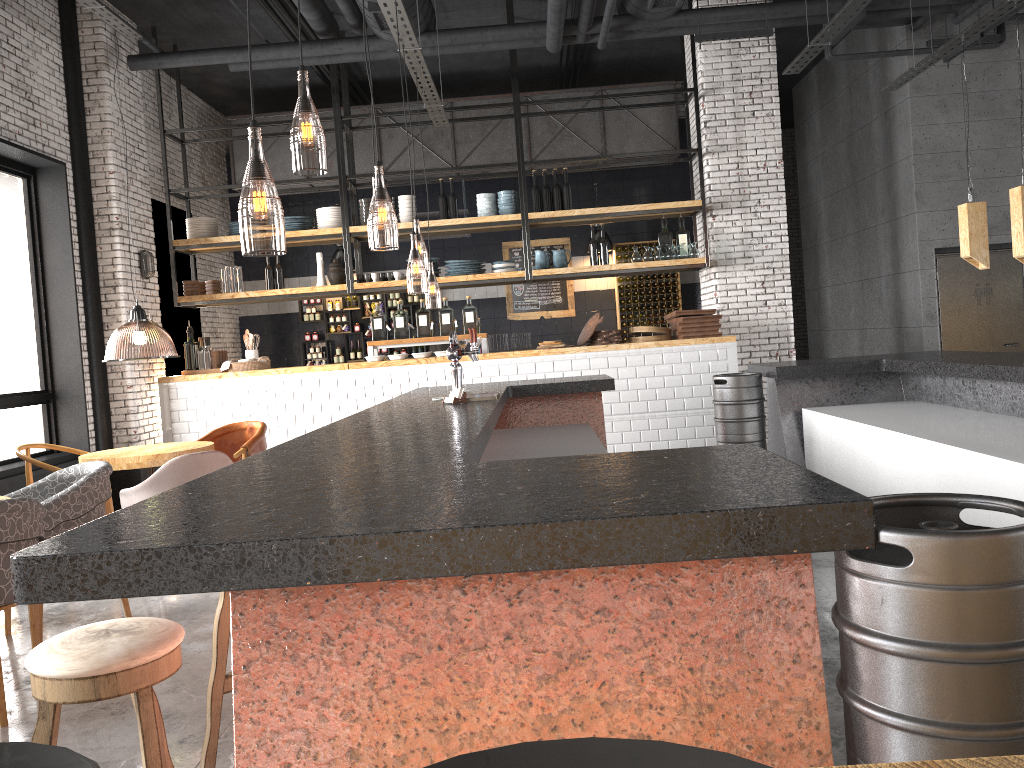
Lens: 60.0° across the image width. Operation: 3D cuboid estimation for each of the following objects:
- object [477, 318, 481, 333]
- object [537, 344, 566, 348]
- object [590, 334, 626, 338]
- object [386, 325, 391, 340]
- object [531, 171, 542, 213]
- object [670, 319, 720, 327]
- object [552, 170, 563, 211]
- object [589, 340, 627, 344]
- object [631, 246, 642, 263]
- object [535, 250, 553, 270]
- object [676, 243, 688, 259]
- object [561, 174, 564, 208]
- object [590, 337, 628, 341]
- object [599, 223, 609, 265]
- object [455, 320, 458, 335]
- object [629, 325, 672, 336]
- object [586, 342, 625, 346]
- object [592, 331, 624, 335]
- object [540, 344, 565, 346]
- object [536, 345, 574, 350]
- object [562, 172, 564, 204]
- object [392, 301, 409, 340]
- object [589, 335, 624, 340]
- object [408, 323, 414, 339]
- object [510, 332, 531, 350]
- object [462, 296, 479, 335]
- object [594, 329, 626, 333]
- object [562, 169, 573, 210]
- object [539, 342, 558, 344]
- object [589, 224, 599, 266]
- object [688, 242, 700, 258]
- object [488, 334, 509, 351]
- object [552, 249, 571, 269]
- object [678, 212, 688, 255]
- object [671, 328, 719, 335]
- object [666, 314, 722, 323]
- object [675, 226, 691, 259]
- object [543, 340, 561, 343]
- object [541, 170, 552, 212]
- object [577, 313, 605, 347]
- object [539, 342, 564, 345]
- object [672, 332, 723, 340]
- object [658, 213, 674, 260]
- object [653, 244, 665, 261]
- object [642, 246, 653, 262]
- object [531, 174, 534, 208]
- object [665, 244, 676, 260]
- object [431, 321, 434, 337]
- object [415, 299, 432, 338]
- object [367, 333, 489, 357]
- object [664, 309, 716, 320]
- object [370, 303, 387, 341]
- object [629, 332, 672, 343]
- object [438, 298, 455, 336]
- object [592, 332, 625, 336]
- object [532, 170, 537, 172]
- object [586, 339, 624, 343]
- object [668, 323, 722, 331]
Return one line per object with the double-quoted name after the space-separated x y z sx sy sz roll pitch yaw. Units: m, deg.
-0.343 -0.609 9.270 0.034 0.163 0.061 -3 2 35 "object"
0.422 -0.396 9.231 0.276 0.019 0.514 -4 3 7 "object"
0.974 -0.501 9.243 0.406 0.019 0.458 -2 4 44 "object"
-1.299 -0.541 9.297 0.032 0.163 0.080 -5 2 -27 "object"
0.258 -2.039 9.473 0.098 0.458 0.098 -3 2 24 "object"
1.880 -0.628 9.168 0.405 0.044 0.636 -4 3 2 "object"
0.477 -2.054 9.467 0.098 0.458 0.098 -5 2 -21 "object"
1.017 -0.439 9.239 0.407 0.019 0.458 -5 3 -26 "object"
1.323 -1.375 9.461 0.118 0.181 0.118 -5 2 -35 "object"
0.349 -1.334 9.610 0.198 0.230 0.166 -4 2 8 "object"
1.808 -1.410 9.452 0.118 0.181 0.118 -5 2 -15 "object"
0.591 -2.075 9.735 0.098 0.458 0.098 -5 2 -21 "object"
0.987 -0.470 9.247 0.458 0.019 0.407 -6 3 -30 "object"
0.991 -1.502 9.608 0.098 0.471 0.098 -4 2 9 "object"
-0.585 -0.592 9.278 0.024 0.163 0.062 -4 2 -8 "object"
1.431 -0.558 9.195 0.440 0.154 0.437 -6 3 -41 "object"
1.002 -0.422 9.247 0.458 0.019 0.407 -2 3 37 "object"
0.993 -0.535 9.245 0.458 0.019 0.407 -2 3 35 "object"
0.414 -0.407 9.226 0.215 0.013 0.521 -4 3 -2 "object"
0.467 -0.381 9.185 0.406 0.019 0.458 -2 4 43 "object"
0.588 -2.069 9.599 0.098 0.458 0.098 -5 2 -21 "object"
-1.176 -0.674 9.363 0.154 0.404 0.154 -4 2 1 "object"
0.960 -0.483 9.233 0.406 0.019 0.458 -3 3 15 "object"
-1.061 -0.559 9.307 0.077 0.163 0.039 -6 2 -44 "object"
0.091 -0.451 9.286 0.181 0.168 0.170 -5 2 -18 "object"
-0.443 -0.727 9.352 0.154 0.404 0.154 -4 2 1 "object"
0.973 -0.549 9.243 0.458 0.019 0.406 -7 4 -42 "object"
0.585 -2.062 9.464 0.098 0.458 0.098 -5 2 -21 "object"
0.389 -0.427 9.134 0.172 0.010 0.369 -4 3 12 "object"
0.884 -1.494 9.611 0.098 0.471 0.098 -4 2 -10 "object"
1.929 -1.416 9.397 0.118 0.181 0.118 -3 2 26 "object"
-0.138 -0.431 9.200 0.181 0.168 0.170 -4 2 11 "object"
0.526 -1.346 9.593 0.166 0.230 0.198 -5 2 -28 "object"
1.846 -1.604 9.611 0.140 0.550 0.097 -4 2 6 "object"
1.886 -0.540 9.171 0.405 0.044 0.636 -4 3 4 "object"
1.876 -0.673 9.167 0.405 0.044 0.636 -4 3 -5 "object"
1.852 -1.528 9.618 0.157 0.405 0.106 -4 2 6 "object"
0.426 -0.436 9.066 0.184 0.011 0.254 -3 3 23 "object"
0.366 -2.046 9.470 0.098 0.458 0.098 -3 2 24 "object"
0.806 -0.561 9.140 0.242 0.338 0.488 -5 2 -13 "object"
0.421 -0.422 9.227 0.229 0.016 0.557 -4 3 8 "object"
1.889 -0.496 9.172 0.405 0.044 0.636 -4 3 -3 "object"
1.659 -1.588 9.607 0.157 0.554 0.106 -4 2 6 "object"
1.566 -1.391 9.427 0.118 0.181 0.118 -3 2 35 "object"
1.444 -1.383 9.440 0.118 0.181 0.118 -6 2 -39 "object"
0.261 -2.045 9.608 0.098 0.458 0.098 -3 2 24 "object"
1.687 -1.400 9.438 0.118 0.181 0.118 -5 2 -22 "object"
-0.831 -0.576 9.307 0.031 0.163 0.046 -3 2 27 "object"
-0.933 -0.691 9.365 0.154 0.404 0.154 -4 2 1 "object"
-0.865 -0.218 9.377 1.250 0.551 0.315 -4 2 2 "object"
1.820 -0.711 9.104 0.406 0.094 0.637 -4 3 -1 "object"
-1.407 -0.658 9.378 0.154 0.404 0.154 -4 2 1 "object"
1.433 -0.491 9.194 0.436 0.097 0.437 -3 3 26 "object"
-0.691 -0.709 9.355 0.154 0.404 0.154 -4 2 1 "object"
1.000 -0.519 9.243 0.458 0.019 0.407 -2 4 44 "object"
0.242 -2.264 9.467 0.046 0.031 0.046 -5 2 -21 "object"
0.995 -0.454 9.247 0.458 0.019 0.407 -3 3 30 "object"
1.883 -0.584 9.169 0.405 0.044 0.636 -4 3 -2 "object"
